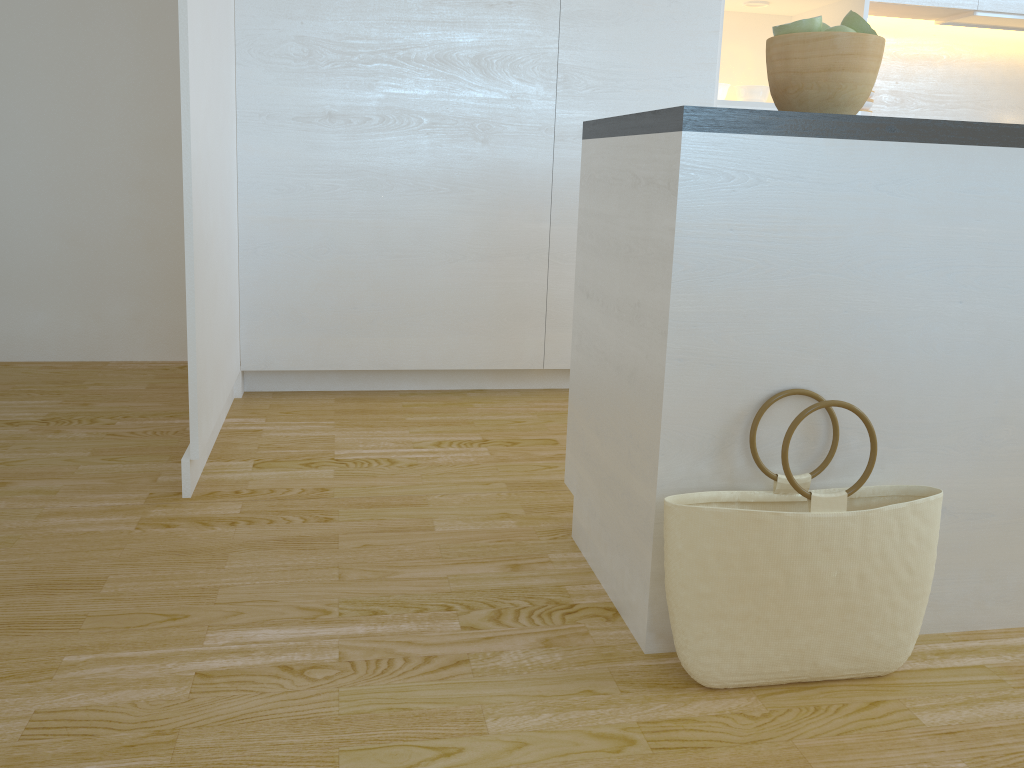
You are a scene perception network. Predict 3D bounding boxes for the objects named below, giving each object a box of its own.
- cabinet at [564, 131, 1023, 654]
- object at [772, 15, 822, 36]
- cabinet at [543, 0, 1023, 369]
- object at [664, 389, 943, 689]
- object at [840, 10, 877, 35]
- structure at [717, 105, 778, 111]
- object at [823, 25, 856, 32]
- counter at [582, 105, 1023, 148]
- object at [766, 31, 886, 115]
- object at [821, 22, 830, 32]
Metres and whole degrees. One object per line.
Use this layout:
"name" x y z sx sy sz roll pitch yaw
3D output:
"cabinet" 1.374 -0.045 2.016 2.400 0.900 0.608 0 12 -11
"object" 0.509 -0.627 1.585 0.084 0.064 0.087 2 13 1
"cabinet" 1.690 -1.246 3.672 3.201 2.275 0.486 0 11 -11
"object" 0.756 0.366 1.108 0.472 0.496 1.201 -6 15 -33
"object" 0.635 -0.644 1.612 0.074 0.071 0.078 5 13 13
"structure" 1.027 -0.751 3.400 0.560 0.589 0.050 0 11 -11
"object" 0.584 -0.593 1.578 0.082 0.084 0.098 13 17 42
"counter" 1.393 -0.506 1.931 2.400 0.039 0.608 0 14 -11
"object" 0.564 -0.555 1.617 0.206 0.140 0.207 13 16 39
"object" 0.569 -0.627 1.653 0.102 0.097 0.087 4 12 9
